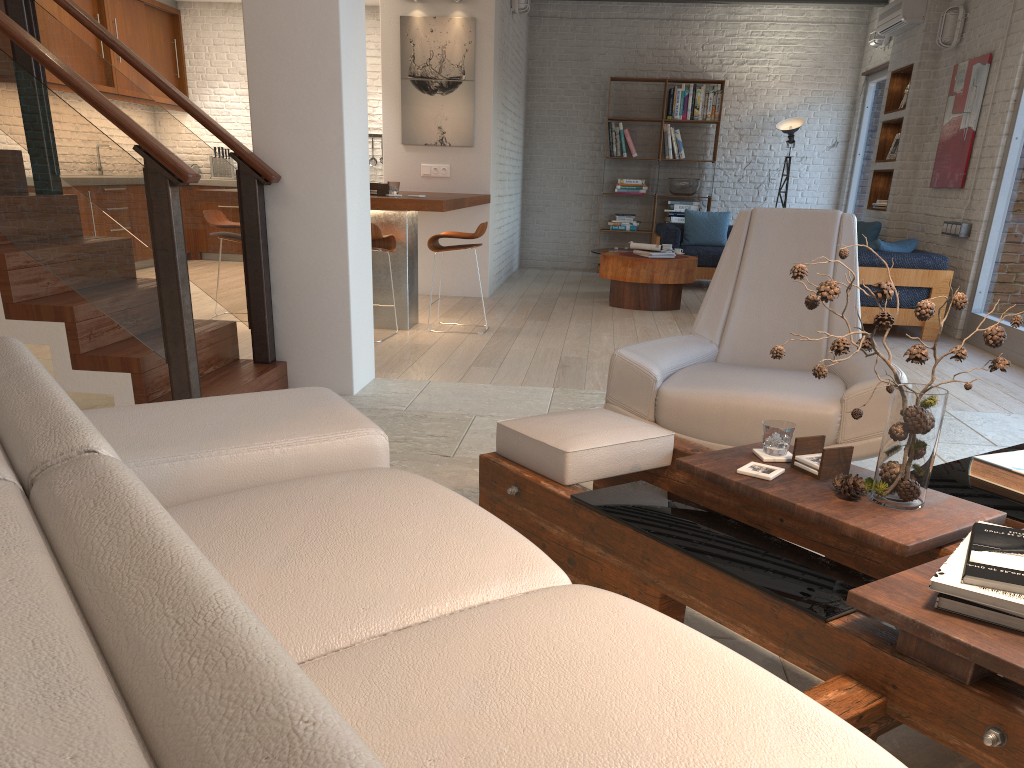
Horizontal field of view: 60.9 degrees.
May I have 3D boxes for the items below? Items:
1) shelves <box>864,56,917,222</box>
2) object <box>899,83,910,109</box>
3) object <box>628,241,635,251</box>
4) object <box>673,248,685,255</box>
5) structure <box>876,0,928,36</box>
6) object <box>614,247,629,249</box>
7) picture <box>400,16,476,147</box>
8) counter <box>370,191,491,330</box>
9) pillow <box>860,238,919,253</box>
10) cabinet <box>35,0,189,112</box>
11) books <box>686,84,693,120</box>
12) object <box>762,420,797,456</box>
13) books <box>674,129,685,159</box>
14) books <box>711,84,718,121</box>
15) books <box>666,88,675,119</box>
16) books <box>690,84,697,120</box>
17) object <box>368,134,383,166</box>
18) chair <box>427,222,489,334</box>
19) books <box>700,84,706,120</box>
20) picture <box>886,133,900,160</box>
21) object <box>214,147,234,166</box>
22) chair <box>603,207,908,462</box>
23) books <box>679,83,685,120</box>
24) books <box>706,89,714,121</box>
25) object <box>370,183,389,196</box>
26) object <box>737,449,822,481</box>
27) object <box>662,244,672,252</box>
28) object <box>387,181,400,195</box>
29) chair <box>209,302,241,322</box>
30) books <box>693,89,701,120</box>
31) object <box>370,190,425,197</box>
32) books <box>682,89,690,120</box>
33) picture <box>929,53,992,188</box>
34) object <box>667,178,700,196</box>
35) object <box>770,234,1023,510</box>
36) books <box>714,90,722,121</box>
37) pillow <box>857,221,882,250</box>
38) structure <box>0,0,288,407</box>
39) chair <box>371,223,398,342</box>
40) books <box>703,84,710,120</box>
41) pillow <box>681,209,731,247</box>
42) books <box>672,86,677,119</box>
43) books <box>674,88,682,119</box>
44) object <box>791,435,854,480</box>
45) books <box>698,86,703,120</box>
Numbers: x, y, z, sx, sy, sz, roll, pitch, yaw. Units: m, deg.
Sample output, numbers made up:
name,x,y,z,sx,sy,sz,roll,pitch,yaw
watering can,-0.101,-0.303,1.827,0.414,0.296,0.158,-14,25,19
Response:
name,x,y,z,sx,sy,sz,roll,pitch,yaw
shelves,3.738,-2.320,8.433,0.192,1.507,0.724,4,20,5
object,3.743,-2.721,8.229,0.112,0.256,0.205,7,19,13
object,1.328,-1.434,9.062,0.183,0.096,0.187,11,17,29
object,1.662,-1.317,8.708,0.155,0.060,0.256,2,14,-2
structure,3.580,-3.393,8.038,0.200,0.232,0.772,4,14,5
object,1.222,-1.446,9.245,0.301,0.029,0.065,-2,15,-16
picture,-0.656,-2.653,7.677,0.654,1.072,0.019,4,21,4
counter,-1.174,-1.063,7.102,1.684,0.972,2.364,4,15,5
pillow,2.950,-1.006,7.006,0.556,0.347,0.362,-8,20,-33
cabinet,-4.260,-3.509,8.798,0.461,1.226,3.165,4,15,5
books,2.093,-3.322,10.298,0.036,0.405,0.230,4,20,5
object,0.725,0.150,2.384,0.089,0.089,0.087,-10,21,-34
books,2.009,-2.878,10.485,0.158,0.347,0.240,4,19,5
books,2.375,-3.308,10.285,0.036,0.405,0.230,4,20,5
books,1.877,-3.311,10.345,0.055,0.348,0.240,4,19,5
books,2.131,-3.322,10.305,0.036,0.405,0.230,4,20,5
object,-1.506,-2.775,10.423,0.668,0.412,0.132,3,21,5
chair,-0.380,-0.798,6.456,0.422,0.818,0.381,4,20,5
books,2.246,-3.318,10.308,0.036,0.405,0.230,4,20,5
picture,3.753,-2.310,8.487,0.102,0.258,0.182,1,19,-4
object,-3.540,-2.690,10.641,0.321,0.396,0.062,4,21,4
chair,0.971,-0.123,3.316,1.017,1.074,0.927,9,19,21
books,2.000,-3.328,10.311,0.036,0.405,0.230,4,20,5
books,2.326,-3.283,10.295,0.055,0.348,0.240,4,19,5
object,-0.953,-1.396,6.254,0.092,0.087,0.110,-12,22,-38
object,0.699,0.203,2.323,0.269,0.037,0.237,-3,15,-22
object,1.513,-1.311,8.537,0.107,0.114,0.103,9,19,20
object,-0.836,-1.386,6.170,0.090,0.089,0.087,8,19,19
chair,-2.075,-0.893,6.590,0.422,0.818,0.381,4,20,5
books,2.175,-3.289,10.298,0.055,0.348,0.240,4,19,5
object,-0.830,-1.357,6.214,0.394,0.037,0.188,4,14,8
books,2.047,-3.302,10.331,0.055,0.348,0.240,4,19,5
picture,3.660,-2.120,7.145,0.019,1.013,0.702,4,19,5
object,2.097,-2.410,10.677,0.391,0.213,0.390,-12,21,-41
object,0.797,-0.011,1.942,0.538,0.641,0.301,-6,21,-22
books,2.424,-3.282,10.307,0.055,0.348,0.240,4,19,5
pillow,3.192,-1.338,8.211,0.254,0.440,1.147,4,14,5
structure,-1.467,-2.167,4.343,10.143,4.381,13.124,3,14,5
chair,-1.038,-0.717,6.010,0.404,0.818,0.398,4,20,5
books,2.281,-3.314,10.293,0.036,0.405,0.230,4,20,5
pillow,2.233,-1.786,10.015,0.555,0.432,0.211,3,20,4
books,1.916,-3.323,10.335,0.021,0.379,0.256,4,19,5
books,1.952,-3.303,10.322,0.055,0.348,0.240,4,19,5
object,0.810,0.191,2.282,0.093,0.087,0.109,-5,18,-22
books,2.215,-3.304,10.303,0.021,0.379,0.256,4,19,5
